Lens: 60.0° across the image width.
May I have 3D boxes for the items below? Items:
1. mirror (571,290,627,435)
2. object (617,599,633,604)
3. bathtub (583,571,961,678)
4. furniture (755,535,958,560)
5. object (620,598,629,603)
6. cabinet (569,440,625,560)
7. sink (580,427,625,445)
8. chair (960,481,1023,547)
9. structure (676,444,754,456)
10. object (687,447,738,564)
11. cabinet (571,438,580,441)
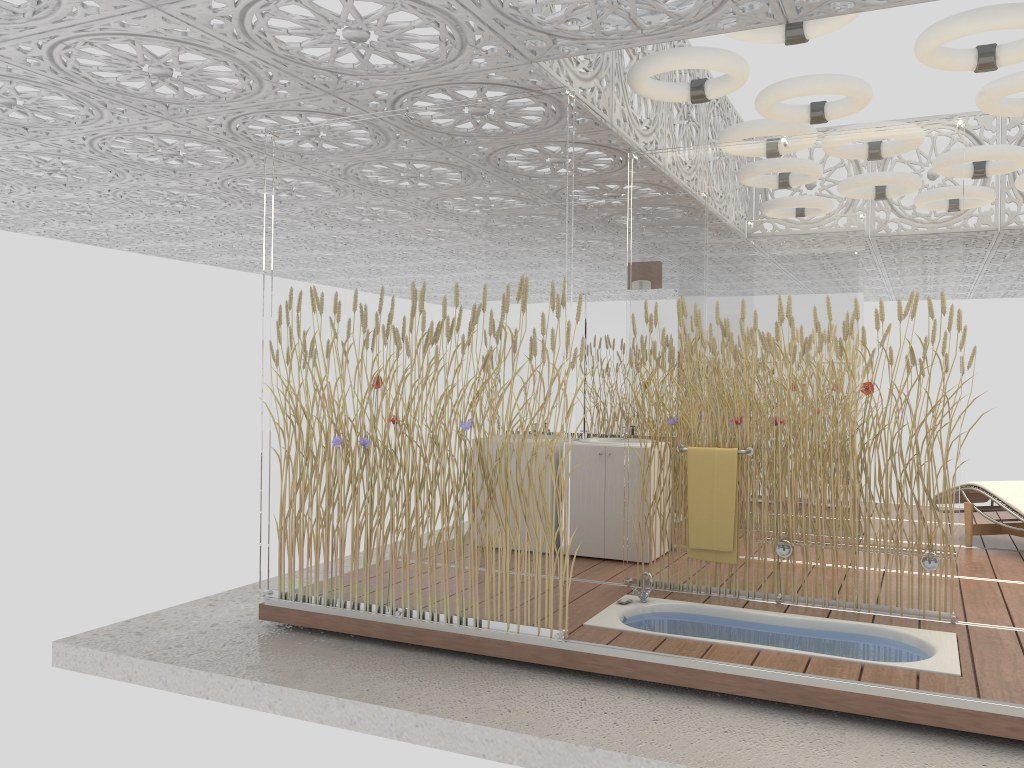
[{"bbox_3d":[0.560,-0.164,6.745,1.422,1.081,0.009,1,0,25],"label":"mirror"},{"bbox_3d":[0.623,1.203,4.899,0.065,0.011,0.108,1,0,34],"label":"object"},{"bbox_3d":[1.273,1.334,4.420,1.700,0.582,0.700,1,0,25],"label":"bathtub"},{"bbox_3d":[1.781,0.850,4.636,0.977,0.014,0.178,1,0,25],"label":"furniture"},{"bbox_3d":[0.623,1.196,4.899,0.035,0.016,0.066,1,0,34],"label":"object"},{"bbox_3d":[0.756,0.810,6.345,0.643,0.782,0.549,1,0,25],"label":"cabinet"},{"bbox_3d":[0.765,0.442,6.361,0.573,0.266,0.499,1,0,28],"label":"sink"},{"bbox_3d":[3.927,0.851,6.465,0.635,0.811,1.787,1,0,-15],"label":"chair"},{"bbox_3d":[1.149,0.379,5.061,0.442,0.047,0.078,1,0,25],"label":"structure"},{"bbox_3d":[1.136,0.687,5.037,0.283,0.656,0.042,1,0,25],"label":"object"},{"bbox_3d":[0.104,0.801,6.650,0.643,0.782,0.549,1,0,25],"label":"cabinet"}]
